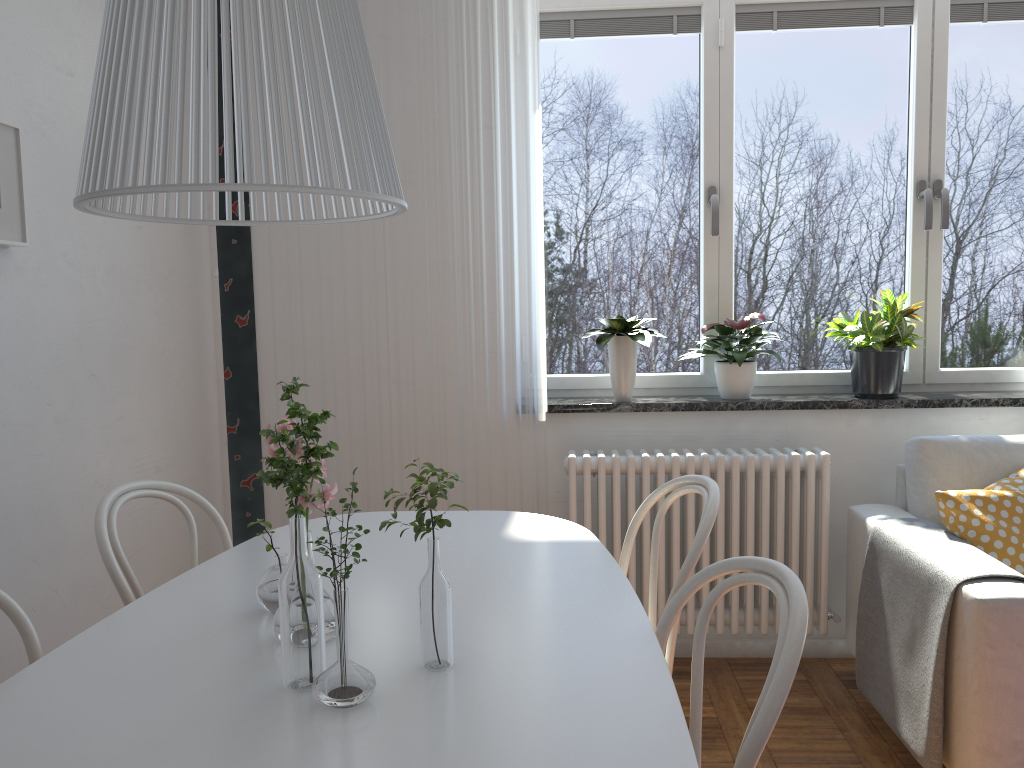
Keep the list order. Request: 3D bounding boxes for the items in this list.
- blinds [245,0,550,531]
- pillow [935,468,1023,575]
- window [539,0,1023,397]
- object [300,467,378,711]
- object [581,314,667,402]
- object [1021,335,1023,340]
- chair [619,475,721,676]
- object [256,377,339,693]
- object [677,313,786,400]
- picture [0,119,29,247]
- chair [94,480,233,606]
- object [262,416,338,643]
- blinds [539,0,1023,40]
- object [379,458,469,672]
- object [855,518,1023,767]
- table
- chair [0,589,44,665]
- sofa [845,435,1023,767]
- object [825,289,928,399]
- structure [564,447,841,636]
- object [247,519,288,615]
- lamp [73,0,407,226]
[{"bbox_3d":[-0.401,-0.428,3.092,1.037,2.892,0.055,-1,6,3],"label":"blinds"},{"bbox_3d":[1.468,0.427,2.576,0.464,0.318,0.312,-4,6,-29],"label":"pillow"},{"bbox_3d":[1.522,-0.722,3.229,3.020,1.513,0.151,-1,6,3],"label":"window"},{"bbox_3d":[-0.219,0.260,1.136,0.084,0.308,0.084,-6,8,-41],"label":"object"},{"bbox_3d":[0.411,-0.095,3.192,0.292,0.316,0.353,-2,5,-5],"label":"object"},{"bbox_3d":[1.967,-0.084,3.148,0.267,0.237,0.283,-3,5,-15],"label":"object"},{"bbox_3d":[1.723,0.389,2.129,3.694,1.344,0.447,-2,6,-11],"label":"chair"},{"bbox_3d":[-0.282,0.200,1.193,0.107,0.420,0.110,-2,6,-8],"label":"object"},{"bbox_3d":[0.812,-0.102,3.222,0.380,0.309,0.370,-3,6,-22],"label":"object"},{"bbox_3d":[-1.144,-0.438,1.874,0.047,0.273,0.311,-1,5,3],"label":"picture"},{"bbox_3d":[-0.579,0.669,1.914,0.520,0.919,0.447,0,6,9],"label":"chair"},{"bbox_3d":[-0.321,0.221,1.373,0.111,0.349,0.108,-4,6,-27],"label":"object"},{"bbox_3d":[1.511,-1.344,3.200,2.845,0.098,0.015,-1,6,3],"label":"blinds"},{"bbox_3d":[-0.115,0.254,1.264,0.146,0.294,0.098,3,7,37],"label":"object"},{"bbox_3d":[1.176,0.695,2.443,0.288,0.534,0.607,-1,5,3],"label":"object"},{"bbox_3d":[-0.245,0.801,1.142,0.931,0.771,2.285,-1,5,3],"label":"table"},{"bbox_3d":[-0.659,0.726,1.263,0.520,0.919,0.447,-1,6,4],"label":"chair"},{"bbox_3d":[2.321,0.603,2.459,2.462,0.844,1.002,-1,5,3],"label":"sofa"},{"bbox_3d":[1.292,-0.145,3.161,0.333,0.385,0.299,1,6,19],"label":"object"},{"bbox_3d":[0.633,0.537,3.089,0.972,0.625,0.224,-1,6,3],"label":"structure"},{"bbox_3d":[-0.403,0.310,1.513,0.112,0.151,0.087,2,6,26],"label":"object"},{"bbox_3d":[-0.260,-0.906,0.747,0.292,1.499,0.292,-6,8,-41],"label":"lamp"}]
